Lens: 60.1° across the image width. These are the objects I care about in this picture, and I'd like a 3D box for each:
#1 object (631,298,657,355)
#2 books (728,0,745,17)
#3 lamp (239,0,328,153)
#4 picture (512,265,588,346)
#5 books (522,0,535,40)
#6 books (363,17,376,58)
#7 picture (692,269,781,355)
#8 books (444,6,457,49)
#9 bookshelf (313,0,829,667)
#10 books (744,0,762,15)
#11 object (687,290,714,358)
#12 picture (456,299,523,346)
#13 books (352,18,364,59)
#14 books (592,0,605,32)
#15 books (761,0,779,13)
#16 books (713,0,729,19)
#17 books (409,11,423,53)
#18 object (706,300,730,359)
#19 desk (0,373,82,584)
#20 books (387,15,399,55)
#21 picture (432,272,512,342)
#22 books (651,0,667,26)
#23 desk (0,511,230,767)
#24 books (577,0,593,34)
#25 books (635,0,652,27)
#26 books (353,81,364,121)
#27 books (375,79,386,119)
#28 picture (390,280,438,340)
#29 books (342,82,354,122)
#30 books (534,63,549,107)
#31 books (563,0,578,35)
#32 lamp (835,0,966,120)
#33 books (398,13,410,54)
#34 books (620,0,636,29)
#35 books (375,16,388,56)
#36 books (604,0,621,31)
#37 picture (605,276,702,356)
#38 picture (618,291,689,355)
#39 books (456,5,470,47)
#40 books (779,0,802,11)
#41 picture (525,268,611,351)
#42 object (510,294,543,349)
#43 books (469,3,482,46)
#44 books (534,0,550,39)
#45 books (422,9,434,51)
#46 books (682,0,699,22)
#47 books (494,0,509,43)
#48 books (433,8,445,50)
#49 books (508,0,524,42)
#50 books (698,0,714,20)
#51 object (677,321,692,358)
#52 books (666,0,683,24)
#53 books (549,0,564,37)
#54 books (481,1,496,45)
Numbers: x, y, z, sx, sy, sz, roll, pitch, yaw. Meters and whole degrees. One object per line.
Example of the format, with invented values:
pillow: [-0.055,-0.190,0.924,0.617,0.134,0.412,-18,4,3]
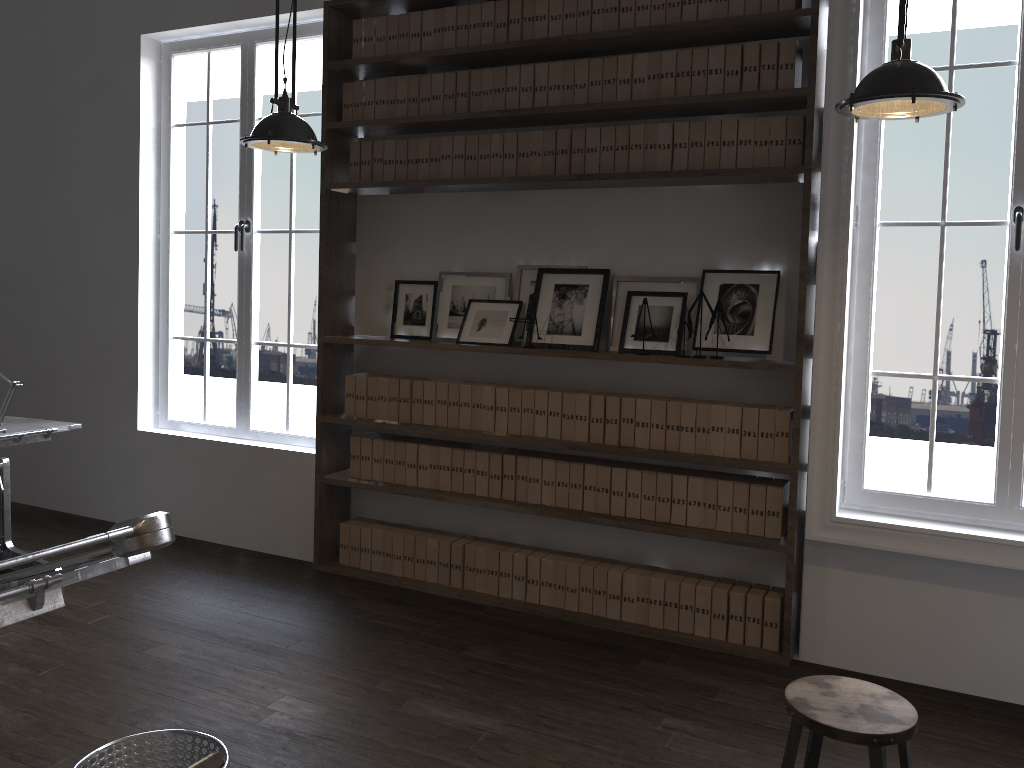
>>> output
object: [0.591,-0.255,3.959,0.124,0.259,0.040,3,3,26]
books: [0.986,-1.653,3.819,0.067,0.225,0.175,3,4,26]
lamp: [-0.797,-1.983,3.167,0.313,2.246,0.311,2,3,6]
picture: [0.178,-0.382,4.356,0.370,0.405,0.091,4,4,26]
books: [0.119,-1.722,4.255,0.067,0.225,0.175,3,4,26]
books: [-0.702,-1.787,4.654,0.067,0.225,0.175,3,4,26]
picture: [0.992,-0.324,3.917,0.343,0.363,0.161,4,4,26]
books: [-0.269,-1.752,4.440,0.067,0.225,0.175,3,4,26]
bookshelf: [0.164,-0.066,4.336,2.476,3.713,0.413,4,3,26]
books: [1.049,-1.648,3.794,0.067,0.225,0.175,3,4,26]
object: [0.822,-0.260,3.854,0.118,0.303,0.040,3,3,26]
picture: [-0.113,-0.305,4.414,0.300,0.228,0.145,4,4,26]
books: [-0.767,-1.792,4.686,0.067,0.225,0.175,3,4,26]
books: [0.433,-1.697,4.097,0.067,0.225,0.175,3,4,26]
books: [1.113,-1.643,3.763,0.067,0.225,0.175,3,4,26]
books: [0.929,-1.658,3.853,0.067,0.225,0.175,3,4,26]
books: [-0.449,-1.767,4.530,0.067,0.225,0.175,3,4,26]
object: [0.895,-0.236,3.849,0.111,0.261,0.040,3,3,26]
desk: [-2.755,0.423,4.078,1.173,1.186,1.271,4,5,26]
books: [-0.572,-1.777,4.598,0.067,0.225,0.175,3,4,26]
picture: [-0.209,-0.392,4.543,0.416,0.364,0.083,4,4,26]
books: [0.683,-1.678,3.977,0.067,0.225,0.175,3,4,26]
desk: [-1.524,0.639,1.331,1.078,1.382,2.285,4,5,26]
books: [0.367,-1.703,4.131,0.067,0.225,0.175,3,4,26]
books: [0.619,-1.682,4.004,0.067,0.225,0.175,3,4,26]
books: [-0.766,-1.475,4.703,0.067,0.225,0.175,3,4,26]
books: [-0.639,-1.464,4.638,0.067,0.225,0.175,3,4,26]
picture: [-0.519,-0.394,4.719,0.267,0.314,0.058,4,4,26]
books: [-0.827,-1.480,4.735,0.067,0.225,0.175,3,4,26]
books: [0.172,-1.400,4.234,0.067,0.225,0.175,3,4,26]
books: [0.305,-1.708,4.164,0.067,0.225,0.175,3,4,26]
lamp: [1.040,-1.837,2.254,0.313,2.246,0.311,2,3,6]
books: [-0.510,-1.772,4.565,0.067,0.225,0.175,3,4,26]
books: [0.553,-1.687,4.033,0.067,0.225,0.175,3,4,26]
books: [-0.636,-1.782,4.625,0.067,0.225,0.175,3,4,26]
books: [0.488,-1.692,4.065,0.067,0.225,0.175,3,4,26]
picture: [0.658,-0.319,4.116,0.434,0.360,0.095,4,4,26]
picture: [0.650,-0.281,4.075,0.290,0.290,0.127,4,4,26]
books: [-0.206,-1.748,4.415,0.067,0.225,0.175,3,4,26]
books: [1.174,-1.638,3.728,0.067,0.225,0.175,3,4,26]
picture: [0.266,-0.361,4.254,0.374,0.390,0.149,4,4,26]
object: [0.068,-0.296,4.203,0.175,0.259,0.040,4,3,26]
books: [-0.142,-1.743,4.384,0.067,0.225,0.175,3,4,26]
books: [0.175,-1.717,4.220,0.067,0.225,0.175,3,4,26]
books: [-0.383,-1.762,4.500,0.067,0.225,0.175,3,4,26]
books: [0.806,-1.667,3.909,0.067,0.225,0.175,3,4,26]
books: [-0.015,-1.733,4.321,0.067,0.225,0.175,3,4,26]
books: [-0.326,-1.758,4.474,0.067,0.225,0.175,3,4,26]
books: [0.050,-1.727,4.283,0.067,0.225,0.175,3,4,26]
books: [0.872,-1.662,3.879,0.067,0.225,0.175,3,4,26]
object: [0.750,-0.192,3.852,0.066,0.165,0.040,3,3,26]
books: [0.745,-1.673,3.944,0.067,0.225,0.175,3,4,26]
books: [0.241,-1.712,4.191,0.067,0.225,0.175,3,4,26]
books: [-0.081,-1.738,4.349,0.067,0.225,0.175,3,4,26]
